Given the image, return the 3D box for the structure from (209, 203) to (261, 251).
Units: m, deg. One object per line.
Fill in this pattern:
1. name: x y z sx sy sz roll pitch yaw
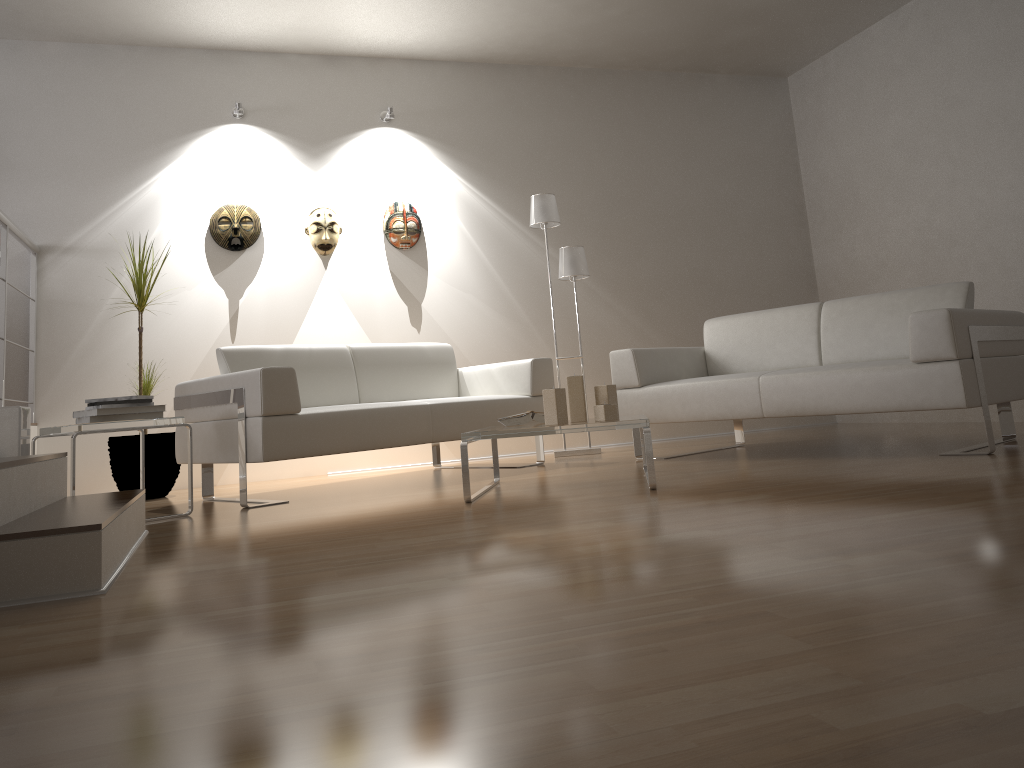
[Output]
1. structure: -1.761 -1.005 5.576 0.317 0.324 0.067 -3 -10 -18

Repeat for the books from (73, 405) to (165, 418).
1. books: -1.626 0.114 3.633 0.224 0.028 0.286 -6 -2 41

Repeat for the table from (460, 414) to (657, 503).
1. table: 0.209 0.286 3.570 0.699 0.255 0.783 -5 -2 7

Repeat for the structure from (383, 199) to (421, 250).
1. structure: -0.735 -1.085 5.926 0.265 0.363 0.073 -2 -10 -18

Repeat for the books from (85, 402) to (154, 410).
1. books: -1.628 0.093 3.636 0.149 0.015 0.216 -6 -2 41

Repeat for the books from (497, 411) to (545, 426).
1. books: 0.082 0.145 3.813 0.292 0.057 0.200 -5 -2 -4

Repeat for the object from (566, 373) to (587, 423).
1. object: 0.262 0.054 3.549 0.067 0.201 0.065 -6 -9 7

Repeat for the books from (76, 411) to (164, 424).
1. books: -1.624 0.141 3.628 0.287 0.028 0.223 -4 -2 -39

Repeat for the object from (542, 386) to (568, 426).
1. object: 0.167 0.082 3.398 0.066 0.154 0.066 -12 -12 41

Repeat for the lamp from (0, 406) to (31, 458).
1. lamp: -1.891 0.331 3.213 0.199 0.493 0.187 -2 -9 -18

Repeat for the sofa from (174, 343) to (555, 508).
1. sofa: -0.701 0.132 4.563 1.779 0.756 0.891 -2 -5 -43

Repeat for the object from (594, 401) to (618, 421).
1. object: 0.364 0.105 3.403 0.067 0.076 0.066 0 -8 -33

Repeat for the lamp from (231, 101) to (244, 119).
1. lamp: -1.775 -1.775 5.675 0.080 0.111 0.187 -2 -4 -18

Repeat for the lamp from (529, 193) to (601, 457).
1. lamp: 0.345 -0.400 5.603 0.365 1.712 0.203 -5 -10 1

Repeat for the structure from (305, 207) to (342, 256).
1. structure: -1.226 -1.008 5.722 0.243 0.337 0.126 -2 -9 -17

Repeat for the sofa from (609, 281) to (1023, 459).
1. sofa: 1.456 -0.048 4.319 0.904 0.756 1.755 0 -5 -44

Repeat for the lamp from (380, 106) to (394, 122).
1. lamp: -0.847 -1.843 5.986 0.080 0.111 0.187 -2 -4 -18

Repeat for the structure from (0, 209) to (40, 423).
1. structure: -2.456 -0.355 4.061 0.057 1.072 2.279 -1 -4 -18

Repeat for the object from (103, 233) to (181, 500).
1. object: -2.041 -0.126 4.792 0.441 1.510 0.489 -4 -9 -5

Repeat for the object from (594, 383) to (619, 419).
1. object: 0.383 0.067 3.548 0.066 0.155 0.066 -12 -12 41

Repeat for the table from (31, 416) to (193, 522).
1. table: -1.674 0.364 3.654 0.463 0.410 0.542 0 -7 -43
